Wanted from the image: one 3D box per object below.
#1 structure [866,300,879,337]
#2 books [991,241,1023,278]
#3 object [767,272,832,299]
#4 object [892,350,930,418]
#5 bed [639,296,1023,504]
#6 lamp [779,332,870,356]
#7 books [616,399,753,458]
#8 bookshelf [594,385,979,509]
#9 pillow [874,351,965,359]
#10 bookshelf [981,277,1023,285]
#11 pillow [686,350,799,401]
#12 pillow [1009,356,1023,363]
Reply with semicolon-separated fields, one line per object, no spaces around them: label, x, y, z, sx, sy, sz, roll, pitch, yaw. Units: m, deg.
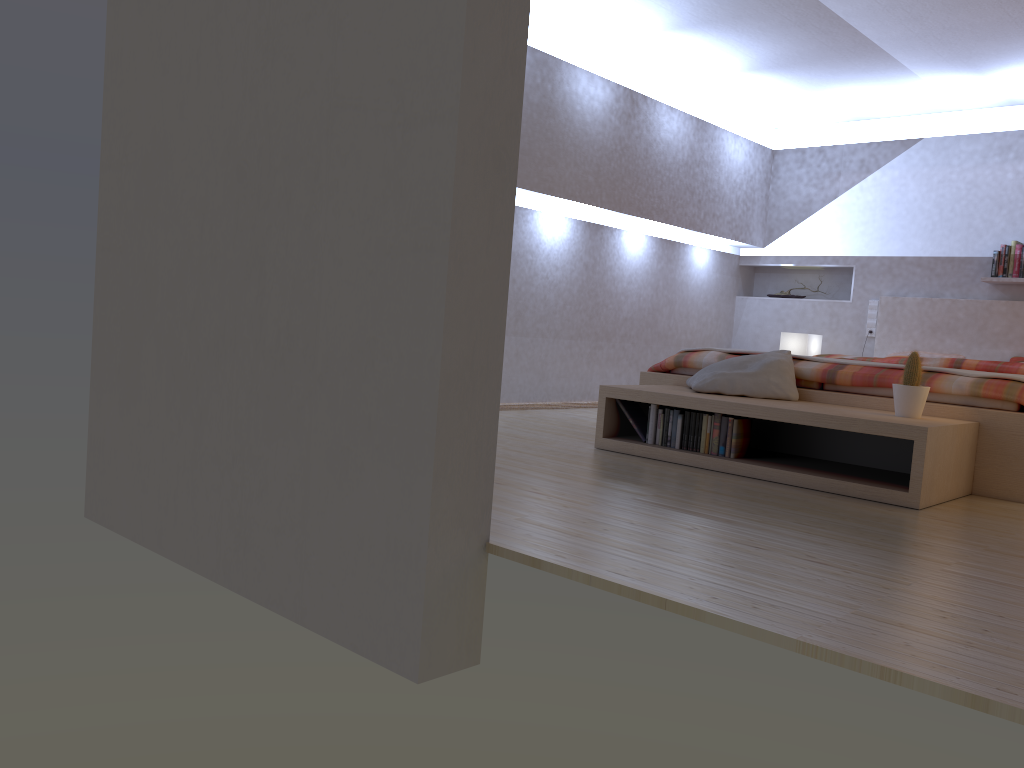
structure;2.840;-0.515;6.981;0.077;0.286;0.034;8;5;42
books;3.509;-0.867;6.213;0.209;0.260;0.215;8;5;42
object;2.455;-0.840;7.544;0.589;0.242;0.183;8;5;41
object;1.651;-0.001;3.665;0.144;0.294;0.144;3;4;-22
bed;2.435;-0.104;5.288;2.087;0.994;3.009;8;5;42
lamp;2.423;-0.185;7.024;0.684;0.515;0.318;3;4;-19
books;0.769;0.194;4.095;0.652;0.193;0.157;8;5;42
bookshelf;1.170;0.232;3.969;1.495;0.303;0.643;8;5;42
pillow;2.946;-0.154;6.482;0.572;0.180;0.492;8;5;43
bookshelf;3.716;-0.692;6.027;0.916;0.028;0.223;8;5;42
pillow;1.126;-0.062;4.350;0.498;0.241;0.470;5;4;7
pillow;3.542;-0.079;5.867;0.566;0.188;0.497;8;5;43
